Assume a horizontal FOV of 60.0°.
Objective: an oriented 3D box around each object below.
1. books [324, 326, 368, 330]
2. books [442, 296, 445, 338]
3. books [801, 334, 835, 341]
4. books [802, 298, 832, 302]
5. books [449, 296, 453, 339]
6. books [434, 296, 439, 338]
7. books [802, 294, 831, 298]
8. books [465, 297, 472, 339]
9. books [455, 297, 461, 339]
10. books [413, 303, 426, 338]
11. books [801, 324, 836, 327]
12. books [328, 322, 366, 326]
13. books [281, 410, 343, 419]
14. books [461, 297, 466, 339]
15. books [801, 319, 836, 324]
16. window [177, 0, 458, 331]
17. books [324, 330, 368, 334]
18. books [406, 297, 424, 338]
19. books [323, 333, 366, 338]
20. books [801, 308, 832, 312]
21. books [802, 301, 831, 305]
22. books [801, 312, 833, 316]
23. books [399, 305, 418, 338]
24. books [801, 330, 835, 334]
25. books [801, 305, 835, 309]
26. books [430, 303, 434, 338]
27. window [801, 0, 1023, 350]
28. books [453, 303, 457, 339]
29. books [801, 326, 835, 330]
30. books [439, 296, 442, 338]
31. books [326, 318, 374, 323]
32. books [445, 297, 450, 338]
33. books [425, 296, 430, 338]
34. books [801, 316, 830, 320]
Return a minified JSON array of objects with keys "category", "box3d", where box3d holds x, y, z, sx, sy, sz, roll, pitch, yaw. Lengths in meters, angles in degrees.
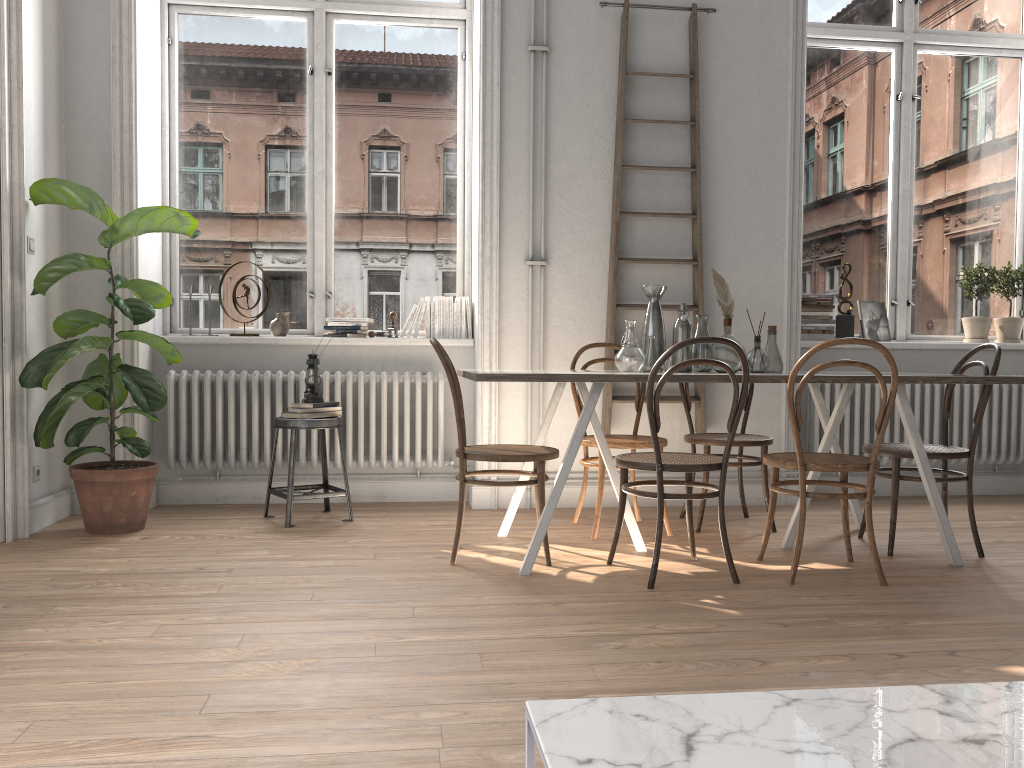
[{"category":"books","box3d":[-0.955,-0.322,5.117,0.221,0.023,0.147,1,2,9]},{"category":"books","box3d":[-0.406,-0.387,5.215,0.019,0.244,0.174,0,2,-7]},{"category":"books","box3d":[1.822,-0.286,5.458,0.248,0.043,0.192,0,2,-7]},{"category":"books","box3d":[1.838,-0.515,5.463,0.205,0.020,0.155,0,2,-7]},{"category":"books","box3d":[-0.361,-0.386,5.204,0.019,0.244,0.174,0,2,-7]},{"category":"books","box3d":[-0.444,-0.386,5.184,0.024,0.243,0.175,0,2,-7]},{"category":"books","box3d":[1.832,-0.537,5.470,0.201,0.024,0.159,0,2,-17]},{"category":"books","box3d":[-0.260,-0.386,5.216,0.040,0.244,0.174,0,2,-7]},{"category":"books","box3d":[-0.319,-0.387,5.231,0.024,0.243,0.175,0,2,-7]},{"category":"books","box3d":[-0.540,-0.368,5.183,0.072,0.203,0.155,0,2,-7]},{"category":"books","box3d":[1.833,-0.361,5.471,0.255,0.014,0.192,0,2,-4]},{"category":"books","box3d":[-0.951,-0.343,5.104,0.205,0.020,0.155,0,2,-17]},{"category":"books","box3d":[-1.029,0.156,4.573,0.194,0.034,0.246,2,2,33]},{"category":"books","box3d":[-0.291,-0.386,5.214,0.024,0.243,0.175,0,2,-7]},{"category":"books","box3d":[1.832,-0.382,5.471,0.245,0.028,0.193,0,2,-12]},{"category":"window","box3d":[-1.126,-1.741,5.220,1.622,2.844,0.013,0,2,-7]},{"category":"books","box3d":[-0.958,-0.301,5.119,0.205,0.022,0.155,1,2,13]},{"category":"books","box3d":[-0.565,-0.384,5.178,0.100,0.235,0.174,0,2,-7]},{"category":"books","box3d":[-0.965,-0.278,5.122,0.221,0.023,0.147,2,2,42]},{"category":"books","box3d":[1.838,-0.452,5.464,0.205,0.022,0.155,0,2,-12]},{"category":"books","box3d":[1.825,-0.493,5.462,0.231,0.023,0.162,1,2,8]},{"category":"books","box3d":[1.840,-0.430,5.471,0.222,0.024,0.158,0,2,-7]},{"category":"books","box3d":[-0.604,-0.365,5.178,0.105,0.194,0.155,0,2,-8]},{"category":"books","box3d":[1.825,-0.318,5.456,0.249,0.023,0.175,0,2,-12]},{"category":"books","box3d":[1.833,-0.472,5.464,0.244,0.019,0.174,0,2,-7]},{"category":"books","box3d":[-0.467,-0.368,5.192,0.020,0.205,0.155,0,2,-7]},{"category":"window","box3d":[8.412,-6.135,9.257,14.385,15.940,26.389,0,2,-7]},{"category":"books","box3d":[-0.339,-0.367,5.208,0.020,0.205,0.155,0,2,-7]},{"category":"books","box3d":[1.825,-0.341,5.455,0.249,0.023,0.175,0,2,-7]},{"category":"books","box3d":[-0.423,-0.387,5.196,0.019,0.244,0.174,0,2,-7]},{"category":"books","box3d":[-0.934,-0.369,5.126,0.244,0.019,0.174,1,2,3]},{"category":"books","box3d":[-0.385,-0.387,5.223,0.024,0.243,0.175,0,2,-7]},{"category":"books","box3d":[-0.496,-0.387,5.209,0.024,0.243,0.175,0,2,-7]},{"category":"books","box3d":[1.838,-0.406,5.466,0.205,0.022,0.155,1,2,7]}]
